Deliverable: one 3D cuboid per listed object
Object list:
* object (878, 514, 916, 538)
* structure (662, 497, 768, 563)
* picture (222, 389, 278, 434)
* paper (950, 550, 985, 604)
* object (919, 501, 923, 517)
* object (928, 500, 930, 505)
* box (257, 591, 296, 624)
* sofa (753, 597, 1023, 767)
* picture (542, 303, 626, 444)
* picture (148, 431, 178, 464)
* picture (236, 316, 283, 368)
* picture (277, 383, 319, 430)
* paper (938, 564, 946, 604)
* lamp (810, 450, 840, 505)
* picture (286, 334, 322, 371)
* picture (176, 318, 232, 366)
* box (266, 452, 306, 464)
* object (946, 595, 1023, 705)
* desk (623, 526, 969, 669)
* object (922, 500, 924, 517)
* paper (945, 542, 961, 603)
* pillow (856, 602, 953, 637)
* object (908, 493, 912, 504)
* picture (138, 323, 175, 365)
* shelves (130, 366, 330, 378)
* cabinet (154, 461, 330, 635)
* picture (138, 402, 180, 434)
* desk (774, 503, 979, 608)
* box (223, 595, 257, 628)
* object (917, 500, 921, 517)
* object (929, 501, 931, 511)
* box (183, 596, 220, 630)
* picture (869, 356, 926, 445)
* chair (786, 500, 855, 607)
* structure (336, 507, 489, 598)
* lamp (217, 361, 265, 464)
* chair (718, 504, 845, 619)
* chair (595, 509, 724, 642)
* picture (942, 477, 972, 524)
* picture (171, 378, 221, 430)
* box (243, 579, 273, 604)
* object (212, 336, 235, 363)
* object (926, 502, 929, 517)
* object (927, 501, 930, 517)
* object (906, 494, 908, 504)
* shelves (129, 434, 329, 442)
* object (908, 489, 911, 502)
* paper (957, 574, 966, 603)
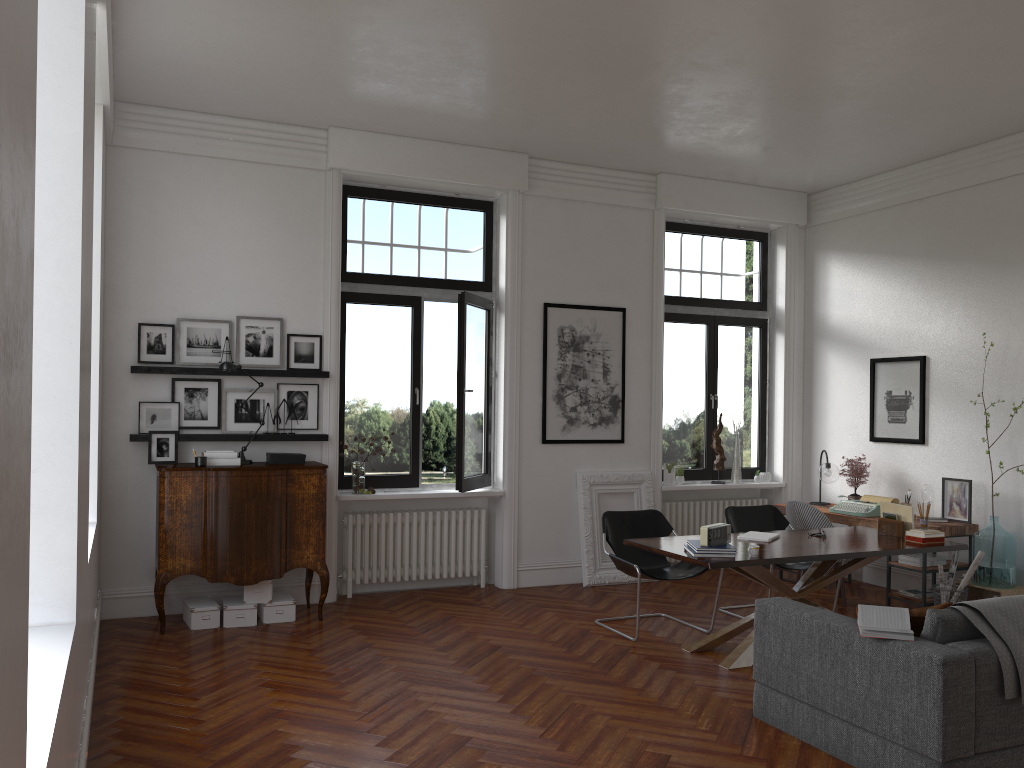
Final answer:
[{"bbox_3d":[2.909,1.059,6.703,0.150,0.166,0.228,1,-1,-24],"label":"object"},{"bbox_3d":[2.115,1.613,9.380,1.453,0.778,0.225,1,0,-24],"label":"structure"},{"bbox_3d":[-2.137,0.225,7.231,0.434,0.365,0.020,1,0,-24],"label":"picture"},{"bbox_3d":[3.560,1.604,7.009,0.047,0.609,0.330,1,0,-44],"label":"paper"},{"bbox_3d":[2.977,0.947,6.446,0.049,0.193,0.008,1,0,-20],"label":"object"},{"bbox_3d":[3.028,0.946,6.468,0.038,0.195,0.008,1,0,3],"label":"object"},{"bbox_3d":[-1.861,1.763,6.981,0.245,0.177,0.394,1,-1,-24],"label":"box"},{"bbox_3d":[2.780,1.478,4.865,2.645,0.829,1.262,1,-1,-24],"label":"sofa"},{"bbox_3d":[0.696,-0.090,8.490,0.883,1.323,0.035,1,0,-24],"label":"picture"},{"bbox_3d":[-2.683,0.488,6.821,0.213,0.257,0.020,1,0,-24],"label":"picture"},{"bbox_3d":[-2.067,-0.343,7.260,0.369,0.409,0.020,1,0,-24],"label":"picture"},{"bbox_3d":[-1.785,0.189,7.389,0.343,0.384,0.020,1,0,-24],"label":"picture"},{"bbox_3d":[3.440,1.679,7.077,0.073,0.479,0.033,1,0,13],"label":"paper"},{"bbox_3d":[3.079,0.924,8.737,0.207,0.550,0.441,1,-1,0],"label":"lamp"},{"bbox_3d":[-1.734,-0.262,7.407,0.289,0.303,0.020,1,0,-24],"label":"picture"},{"bbox_3d":[-2.461,-0.332,7.087,0.415,0.367,0.020,1,0,-24],"label":"picture"},{"bbox_3d":[-1.816,0.597,7.120,0.282,0.086,0.208,1,-1,-24],"label":"box"},{"bbox_3d":[2.430,1.218,4.179,0.752,0.387,0.400,1,-1,-24],"label":"object"},{"bbox_3d":[2.006,1.495,6.291,2.226,0.751,1.030,1,-1,-24],"label":"desk"},{"bbox_3d":[3.006,0.946,6.483,0.008,0.195,0.032,1,0,20],"label":"object"},{"bbox_3d":[3.560,1.610,7.211,0.294,0.626,0.047,1,0,-31],"label":"paper"},{"bbox_3d":[1.952,1.260,4.425,0.470,0.396,0.330,1,-1,13],"label":"pillow"},{"bbox_3d":[3.576,1.083,7.995,0.008,0.207,0.054,1,0,-41],"label":"object"},{"bbox_3d":[-2.786,-0.314,6.944,0.267,0.315,0.020,1,0,-24],"label":"picture"},{"bbox_3d":[-2.235,-0.093,7.112,1.515,0.055,0.158,1,-1,-24],"label":"shelves"},{"bbox_3d":[-2.092,1.233,6.859,1.266,1.218,0.640,1,-1,-24],"label":"cabinet"},{"bbox_3d":[-2.758,0.266,6.932,0.300,0.253,0.020,1,0,-24],"label":"picture"},{"bbox_3d":[3.255,1.566,8.132,0.647,0.757,1.798,1,-1,-24],"label":"desk"},{"bbox_3d":[-2.102,1.757,6.842,0.245,0.177,0.394,1,-1,-19],"label":"box"},{"bbox_3d":[2.979,0.947,6.473,0.049,0.193,0.008,1,0,36],"label":"object"},{"bbox_3d":[3.031,0.947,6.457,0.044,0.194,0.008,1,0,7],"label":"object"},{"bbox_3d":[-2.368,1.751,6.758,0.209,0.177,0.394,1,-1,-29],"label":"box"},{"bbox_3d":[3.655,0.152,8.411,0.050,0.816,0.634,1,-1,-24],"label":"picture"},{"bbox_3d":[2.722,1.479,7.877,0.547,0.899,0.716,1,-1,-31],"label":"chair"},{"bbox_3d":[-0.879,1.540,8.062,1.453,0.778,0.225,1,0,-24],"label":"structure"},{"bbox_3d":[-2.119,0.232,6.971,0.174,0.802,0.491,1,0,31],"label":"lamp"},{"bbox_3d":[2.161,1.462,7.229,0.752,0.872,0.745,1,-1,-24],"label":"chair"},{"bbox_3d":[1.084,1.436,6.755,0.752,0.872,0.745,1,-1,-24],"label":"chair"},{"bbox_3d":[3.810,0.996,7.599,0.023,0.369,0.282,1,-1,-24],"label":"picture"},{"bbox_3d":[-2.515,0.159,7.065,0.373,0.406,0.020,1,0,-24],"label":"picture"},{"bbox_3d":[-1.978,1.585,6.928,0.209,0.177,0.394,1,-1,-14],"label":"box"},{"bbox_3d":[-2.308,-0.251,7.091,0.174,0.260,0.040,1,0,-24],"label":"object"},{"bbox_3d":[3.006,0.946,6.428,0.008,0.193,0.049,1,0,0],"label":"object"},{"bbox_3d":[3.019,0.945,6.435,0.008,0.195,0.036,1,0,-11],"label":"object"},{"bbox_3d":[3.570,1.084,8.018,0.054,0.207,0.008,1,0,-37],"label":"object"},{"bbox_3d":[-2.243,0.430,7.112,1.515,0.055,0.156,1,-1,-24],"label":"shelves"},{"bbox_3d":[3.581,1.067,8.008,0.028,0.239,0.023,1,0,-27],"label":"object"},{"bbox_3d":[3.602,1.724,7.157,0.126,0.388,0.026,1,0,-1],"label":"paper"}]
